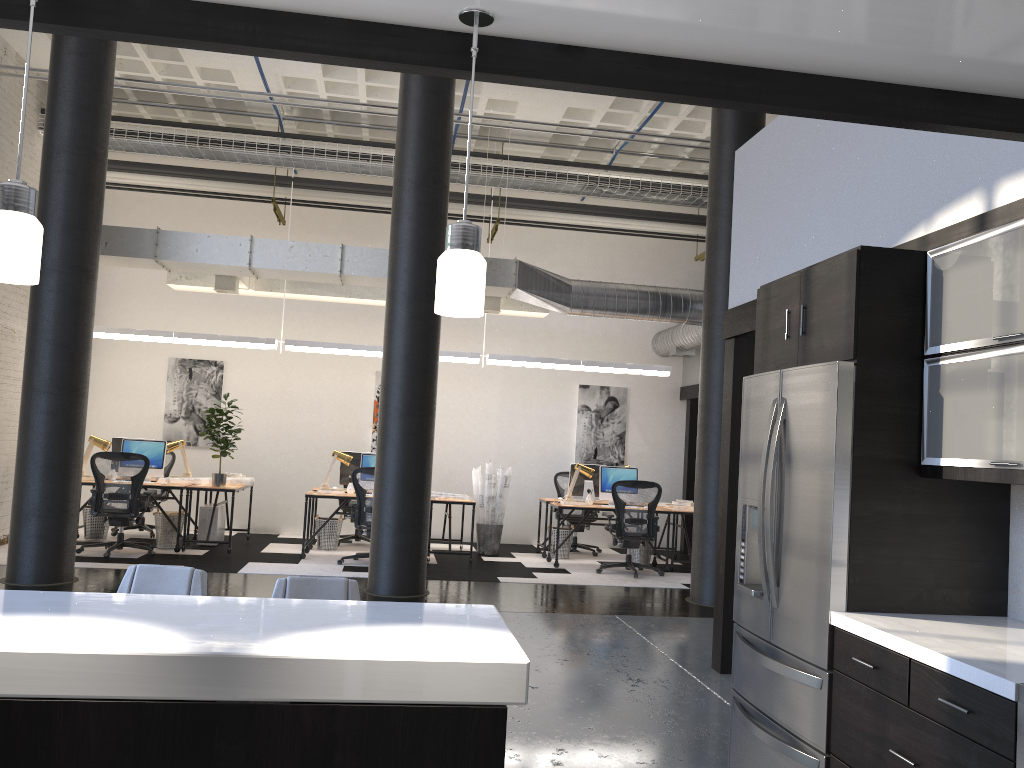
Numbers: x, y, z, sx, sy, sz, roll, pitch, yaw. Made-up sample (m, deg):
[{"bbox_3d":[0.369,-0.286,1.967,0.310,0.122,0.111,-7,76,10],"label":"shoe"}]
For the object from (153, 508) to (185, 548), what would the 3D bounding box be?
[{"bbox_3d":[-3.922,1.645,10.137,0.359,0.434,0.353,4,-3,-11],"label":"object"}]

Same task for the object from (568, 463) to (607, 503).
[{"bbox_3d":[0.977,1.276,11.401,0.484,0.485,0.190,4,-3,-8],"label":"object"}]

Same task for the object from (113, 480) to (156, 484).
[{"bbox_3d":[-4.206,1.092,9.856,0.439,0.017,0.119,4,-4,-8],"label":"object"}]

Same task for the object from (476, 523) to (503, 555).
[{"bbox_3d":[-0.297,1.981,11.320,0.353,0.398,0.353,1,-4,37],"label":"object"}]

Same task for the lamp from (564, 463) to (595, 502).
[{"bbox_3d":[0.823,1.194,10.760,0.344,0.469,0.126,4,-3,-8],"label":"lamp"}]

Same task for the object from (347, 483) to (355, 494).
[{"bbox_3d":[-1.903,1.231,10.482,0.101,0.126,0.101,1,-4,37],"label":"object"}]

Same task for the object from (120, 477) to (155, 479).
[{"bbox_3d":[-4.548,1.137,10.791,0.439,0.017,0.119,4,-4,-8],"label":"object"}]

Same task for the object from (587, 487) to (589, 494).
[{"bbox_3d":[0.945,1.378,10.917,0.008,0.207,0.054,6,-4,-43],"label":"object"}]

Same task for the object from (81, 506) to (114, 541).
[{"bbox_3d":[-4.890,1.613,10.455,0.359,0.434,0.353,4,-3,-11],"label":"object"}]

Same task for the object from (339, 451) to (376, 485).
[{"bbox_3d":[-1.882,1.086,10.965,0.484,0.485,0.190,4,-3,-8],"label":"object"}]

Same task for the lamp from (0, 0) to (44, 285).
[{"bbox_3d":[-0.940,-0.508,1.705,0.100,0.623,0.100,3,-3,-2],"label":"lamp"}]

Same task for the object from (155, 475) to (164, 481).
[{"bbox_3d":[-4.198,1.087,10.556,0.101,0.126,0.101,1,-4,37],"label":"object"}]

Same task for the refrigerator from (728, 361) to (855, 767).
[{"bbox_3d":[1.384,0.847,3.566,0.821,1.771,0.853,4,-3,-8],"label":"refrigerator"}]

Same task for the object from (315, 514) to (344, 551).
[{"bbox_3d":[-2.242,1.809,10.840,0.359,0.434,0.353,4,-3,-11],"label":"object"}]

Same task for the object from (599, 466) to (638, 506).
[{"bbox_3d":[1.309,1.261,10.913,0.484,0.485,0.190,4,-3,-8],"label":"object"}]

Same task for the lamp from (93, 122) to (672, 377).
[{"bbox_3d":[-1.509,-1.714,10.999,7.302,2.862,0.226,4,-3,-8],"label":"lamp"}]

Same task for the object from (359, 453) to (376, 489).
[{"bbox_3d":[-1.550,1.071,10.477,0.484,0.485,0.190,4,-3,-8],"label":"object"}]

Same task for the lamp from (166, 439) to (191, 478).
[{"bbox_3d":[-4.041,0.899,10.736,0.344,0.469,0.126,4,-3,-8],"label":"lamp"}]

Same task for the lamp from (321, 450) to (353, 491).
[{"bbox_3d":[-2.036,1.004,10.325,0.344,0.469,0.128,4,-3,-7],"label":"lamp"}]

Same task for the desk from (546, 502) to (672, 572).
[{"bbox_3d":[1.164,1.844,10.705,1.401,0.724,0.530,4,-3,-8],"label":"desk"}]

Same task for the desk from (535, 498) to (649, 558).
[{"bbox_3d":[1.054,1.896,11.544,1.401,0.724,0.530,4,-3,-8],"label":"desk"}]

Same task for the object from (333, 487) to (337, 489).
[{"bbox_3d":[-2.225,1.306,11.139,0.059,0.029,0.106,4,-4,-7],"label":"object"}]

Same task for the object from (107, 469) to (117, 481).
[{"bbox_3d":[-4.551,1.035,10.096,0.101,0.126,0.101,1,-4,37],"label":"object"}]

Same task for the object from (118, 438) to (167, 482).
[{"bbox_3d":[-4.198,0.875,10.092,0.484,0.485,0.190,4,-3,-8],"label":"object"}]

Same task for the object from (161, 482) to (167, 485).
[{"bbox_3d":[-3.880,1.106,9.894,0.059,0.029,0.106,4,-4,-7],"label":"object"}]

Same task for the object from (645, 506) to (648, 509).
[{"bbox_3d":[1.627,1.492,10.715,0.059,0.029,0.106,4,-4,-7],"label":"object"}]

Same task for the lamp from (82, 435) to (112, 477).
[{"bbox_3d":[-4.684,0.808,9.938,0.344,0.469,0.126,4,-3,-8],"label":"lamp"}]

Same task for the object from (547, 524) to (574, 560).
[{"bbox_3d":[0.617,1.999,11.276,0.359,0.434,0.353,4,-3,-11],"label":"object"}]

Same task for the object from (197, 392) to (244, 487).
[{"bbox_3d":[-3.295,0.623,10.002,0.514,1.076,0.439,4,-3,-17],"label":"object"}]

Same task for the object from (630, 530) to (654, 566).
[{"bbox_3d":[1.585,2.031,10.958,0.359,0.434,0.353,4,-3,-11],"label":"object"}]

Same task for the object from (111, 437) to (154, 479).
[{"bbox_3d":[-4.530,0.890,10.580,0.484,0.485,0.190,4,-3,-8],"label":"object"}]

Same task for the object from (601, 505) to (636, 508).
[{"bbox_3d":[1.301,1.477,10.677,0.439,0.017,0.119,4,-4,-8],"label":"object"}]

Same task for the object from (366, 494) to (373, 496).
[{"bbox_3d":[-1.558,1.288,10.242,0.439,0.017,0.119,4,-4,-8],"label":"object"}]

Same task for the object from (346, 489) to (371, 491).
[{"bbox_3d":[-1.900,1.333,11.176,0.439,0.017,0.119,4,-4,-8],"label":"object"}]

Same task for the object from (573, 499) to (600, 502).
[{"bbox_3d":[0.959,1.523,11.612,0.439,0.017,0.119,4,-4,-8],"label":"object"}]

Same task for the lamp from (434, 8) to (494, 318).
[{"bbox_3d":[-0.011,-0.511,0.900,0.124,0.623,1.953,3,-4,-5],"label":"lamp"}]

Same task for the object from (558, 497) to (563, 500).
[{"bbox_3d":[0.634,1.496,11.575,0.059,0.029,0.106,4,-4,-7],"label":"object"}]

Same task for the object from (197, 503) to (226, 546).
[{"bbox_3d":[-3.639,1.697,10.762,0.221,0.454,0.544,4,-4,-8],"label":"object"}]

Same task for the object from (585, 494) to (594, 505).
[{"bbox_3d":[0.956,1.421,10.917,0.101,0.126,0.101,1,-4,37],"label":"object"}]

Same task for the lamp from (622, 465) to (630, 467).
[{"bbox_3d":[1.466,1.285,11.557,0.344,0.469,0.128,4,-3,-7],"label":"lamp"}]

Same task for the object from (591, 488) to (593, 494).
[{"bbox_3d":[0.971,1.380,10.929,0.054,0.207,0.008,5,-3,-25],"label":"object"}]
